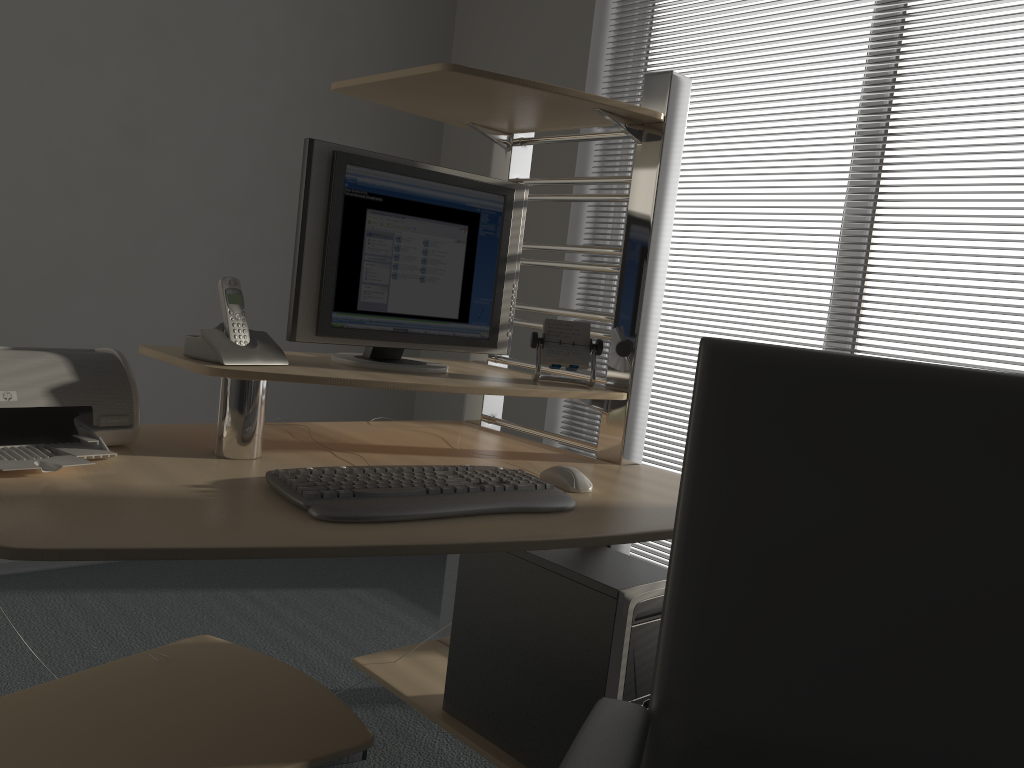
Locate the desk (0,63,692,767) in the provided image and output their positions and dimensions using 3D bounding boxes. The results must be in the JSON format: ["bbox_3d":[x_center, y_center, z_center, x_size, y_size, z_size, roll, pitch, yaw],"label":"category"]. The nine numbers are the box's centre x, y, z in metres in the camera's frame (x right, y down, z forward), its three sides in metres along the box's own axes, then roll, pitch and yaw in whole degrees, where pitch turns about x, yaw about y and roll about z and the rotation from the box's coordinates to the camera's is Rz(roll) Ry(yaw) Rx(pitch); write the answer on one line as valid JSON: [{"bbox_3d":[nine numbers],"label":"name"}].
[{"bbox_3d":[-0.286,0.104,1.503,1.469,1.566,0.967,1,8,-43],"label":"desk"}]

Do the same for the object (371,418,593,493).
[{"bbox_3d":[-0.067,0.150,1.898,0.168,0.088,0.742,2,7,-41],"label":"object"}]

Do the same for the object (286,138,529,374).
[{"bbox_3d":[-0.225,-0.245,1.860,0.516,0.418,0.245,4,6,-28],"label":"object"}]

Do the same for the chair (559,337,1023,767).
[{"bbox_3d":[0.302,0.522,0.610,0.584,1.048,0.652,8,6,12],"label":"chair"}]

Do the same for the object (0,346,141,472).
[{"bbox_3d":[-0.780,0.029,1.360,0.351,0.162,0.438,11,7,38],"label":"object"}]

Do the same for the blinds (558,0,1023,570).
[{"bbox_3d":[0.951,-0.554,2.534,0.037,2.749,1.950,1,8,-43],"label":"blinds"}]

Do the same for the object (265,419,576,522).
[{"bbox_3d":[-0.296,0.151,1.644,0.478,0.082,0.814,3,7,-36],"label":"object"}]

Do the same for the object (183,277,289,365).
[{"bbox_3d":[-0.494,-0.116,1.603,0.119,0.151,0.150,10,7,32],"label":"object"}]

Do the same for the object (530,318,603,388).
[{"bbox_3d":[0.114,-0.068,1.909,0.154,0.135,0.093,6,6,-7],"label":"object"}]

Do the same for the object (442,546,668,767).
[{"bbox_3d":[0.100,0.553,1.849,0.199,0.422,0.471,1,8,-43],"label":"object"}]
